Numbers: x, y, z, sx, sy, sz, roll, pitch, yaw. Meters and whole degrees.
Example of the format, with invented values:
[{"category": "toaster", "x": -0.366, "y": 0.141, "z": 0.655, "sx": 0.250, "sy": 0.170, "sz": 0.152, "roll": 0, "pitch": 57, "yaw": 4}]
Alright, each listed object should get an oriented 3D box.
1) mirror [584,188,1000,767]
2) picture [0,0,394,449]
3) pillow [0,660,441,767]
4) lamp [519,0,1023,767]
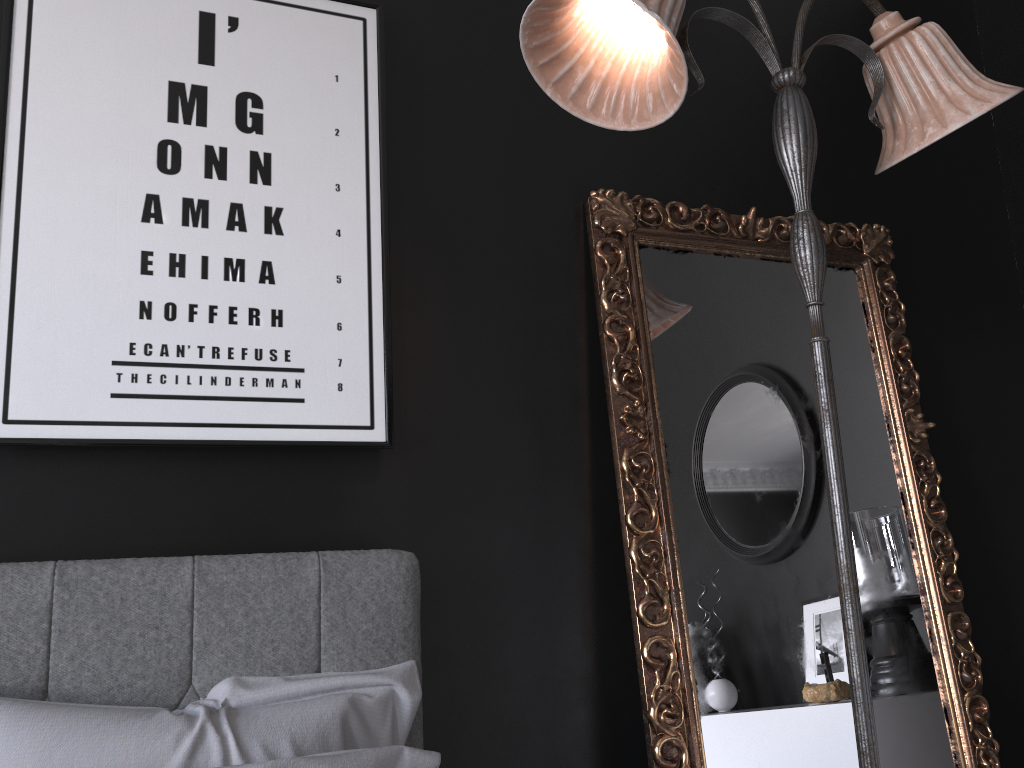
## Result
[{"category": "mirror", "x": 0.742, "y": 0.568, "z": 2.158, "sx": 0.991, "sy": 2.184, "sz": 0.255, "roll": 2, "pitch": -12, "yaw": -22}, {"category": "picture", "x": -0.651, "y": -0.399, "z": 1.885, "sx": 0.792, "sy": 1.074, "sz": 0.014, "roll": 2, "pitch": -12, "yaw": -22}, {"category": "pillow", "x": -0.899, "y": 0.679, "z": 1.058, "sx": 1.830, "sy": 0.757, "sz": 0.682, "roll": 2, "pitch": -13, "yaw": -22}, {"category": "lamp", "x": 0.587, "y": 0.328, "z": 1.557, "sx": 0.986, "sy": 2.402, "sz": 0.775, "roll": -5, "pitch": -11, "yaw": 10}]
